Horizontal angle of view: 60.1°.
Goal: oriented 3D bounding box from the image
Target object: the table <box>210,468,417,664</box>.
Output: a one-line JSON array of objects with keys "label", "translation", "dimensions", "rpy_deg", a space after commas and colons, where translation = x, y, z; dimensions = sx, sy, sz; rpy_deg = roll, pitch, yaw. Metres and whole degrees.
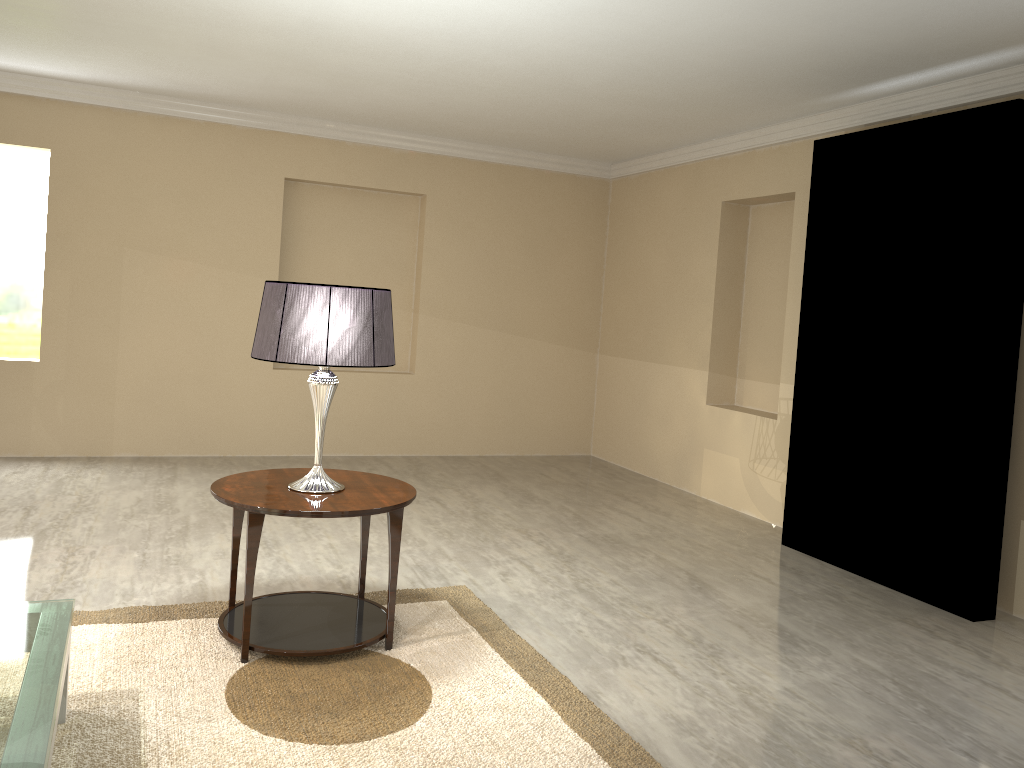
[{"label": "table", "translation": [-0.677, 0.596, 2.989], "dimensions": [0.673, 0.497, 0.676], "rpy_deg": [2, 4, -26]}]

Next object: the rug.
[{"label": "rug", "translation": [-0.829, 0.950, 1.712], "dimensions": [2.668, 0.022, 2.982], "rpy_deg": [2, 5, -24]}]

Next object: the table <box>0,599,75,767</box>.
[{"label": "table", "translation": [-1.391, 0.792, 1.538], "dimensions": [1.056, 0.344, 1.305], "rpy_deg": [2, 5, -24]}]

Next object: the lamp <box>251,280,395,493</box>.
[{"label": "lamp", "translation": [-0.635, 0.008, 2.970], "dimensions": [0.475, 0.680, 0.474], "rpy_deg": [7, 4, 41]}]
